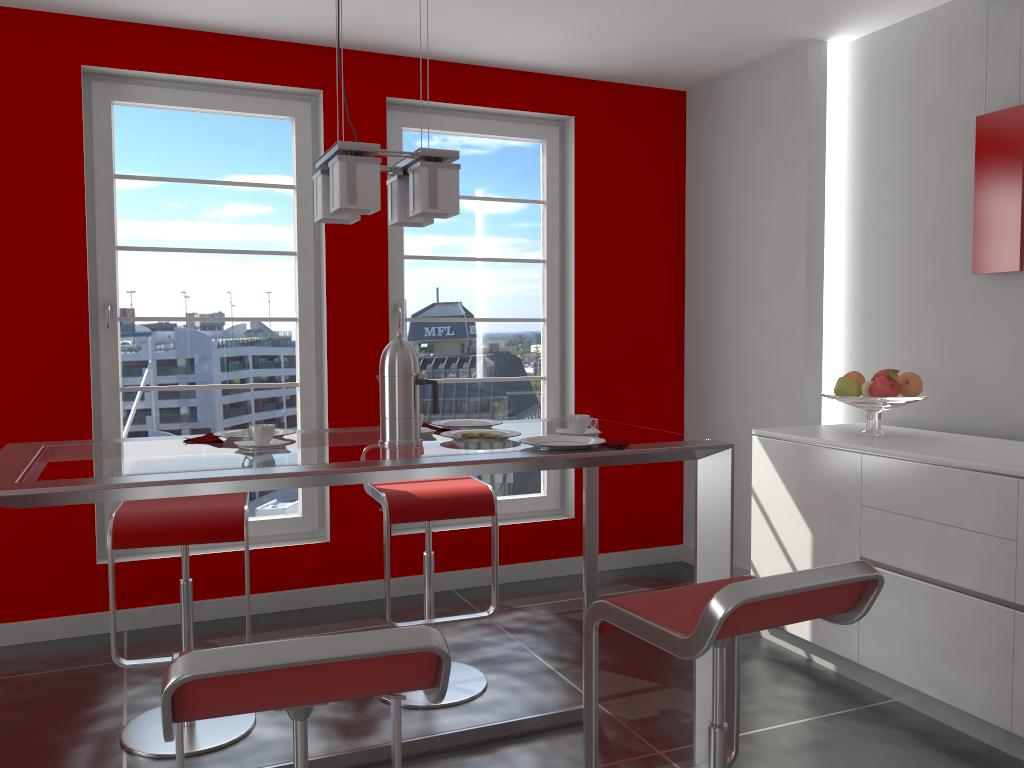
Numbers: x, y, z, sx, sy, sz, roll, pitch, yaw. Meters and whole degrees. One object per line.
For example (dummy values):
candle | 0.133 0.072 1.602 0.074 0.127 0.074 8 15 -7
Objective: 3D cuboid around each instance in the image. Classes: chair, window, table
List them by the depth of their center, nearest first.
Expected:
chair | -0.342 0.772 1.456 0.418 0.857 0.460 -1 3 -19
chair | 0.427 0.751 1.783 0.418 0.857 0.460 -2 4 -28
table | -0.372 0.652 2.307 1.700 1.000 0.800 -2 4 -23
chair | -1.060 0.693 2.892 0.418 0.857 0.460 -1 3 -16
chair | -0.309 0.670 3.238 0.418 0.857 0.460 -1 4 -21
window | -1.371 -0.295 4.045 0.938 2.038 0.117 -2 4 -23
window | -0.178 -0.330 4.560 0.938 2.038 0.117 -2 4 -23

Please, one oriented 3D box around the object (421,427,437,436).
object | -0.276 0.135 2.469 0.119 0.016 0.119 -2 4 -26

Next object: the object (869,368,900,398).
object | 1.409 0.000 3.370 0.097 0.133 0.117 -2 4 -34

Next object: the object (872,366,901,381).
object | 1.494 -0.011 3.535 0.117 0.129 0.150 1 4 24

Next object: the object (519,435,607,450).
object | 0.126 0.148 2.205 0.217 0.015 0.217 1 3 13

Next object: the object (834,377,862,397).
object | 1.301 0.016 3.438 0.100 0.086 0.083 1 4 26

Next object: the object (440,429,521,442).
object | -0.084 0.139 2.363 0.217 0.015 0.217 1 3 14

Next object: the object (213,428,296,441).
object | -0.698 0.139 2.407 0.217 0.015 0.217 0 3 1

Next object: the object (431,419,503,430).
object | -0.135 0.123 2.657 0.217 0.015 0.217 3 4 42

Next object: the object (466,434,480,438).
object | -0.101 0.137 2.335 0.036 0.006 0.034 0 3 0

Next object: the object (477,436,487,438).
object | -0.084 0.142 2.351 0.036 0.006 0.034 -1 3 -6

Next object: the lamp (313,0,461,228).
lamp | -0.328 -0.934 2.237 0.304 1.025 0.304 -2 4 -23

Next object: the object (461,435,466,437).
object | -0.117 0.140 2.378 0.034 0.006 0.036 -1 3 -19

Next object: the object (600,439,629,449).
object | 0.255 0.146 2.254 0.095 0.012 0.234 -2 4 -23

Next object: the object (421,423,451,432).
object | -0.263 0.128 2.605 0.095 0.012 0.234 -2 4 -25

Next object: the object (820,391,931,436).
object | 1.415 0.119 3.469 0.398 0.159 0.398 1 4 26

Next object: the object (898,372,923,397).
object | 1.534 0.004 3.413 0.121 0.101 0.097 -3 5 -45

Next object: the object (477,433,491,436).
object | -0.077 0.134 2.375 0.036 0.006 0.034 1 3 14

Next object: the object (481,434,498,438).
object | -0.059 0.136 2.336 0.034 0.006 0.036 -3 4 -35

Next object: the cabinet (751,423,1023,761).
cabinet | 1.638 0.664 3.003 0.610 0.880 1.802 -2 4 -23

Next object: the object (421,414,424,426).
object | -0.284 0.111 2.470 0.078 0.049 0.062 1 3 17

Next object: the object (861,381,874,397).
object | 1.419 0.027 3.491 0.086 0.079 0.084 0 3 5

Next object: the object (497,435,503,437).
object | -0.047 0.140 2.377 0.036 0.006 0.034 -3 4 -40

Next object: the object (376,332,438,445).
object | -0.272 0.008 2.287 0.149 0.287 0.113 -1 3 -15

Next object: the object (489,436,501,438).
object | -0.041 0.142 2.340 0.036 0.006 0.034 -2 4 -23

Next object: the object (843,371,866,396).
object | 1.376 0.001 3.564 0.096 0.105 0.117 0 3 6

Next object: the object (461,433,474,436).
object | -0.118 0.135 2.373 0.034 0.006 0.036 -1 3 -11

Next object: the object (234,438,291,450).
object | -0.621 0.151 2.208 0.119 0.016 0.119 -3 4 -43

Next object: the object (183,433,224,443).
object | -0.826 0.145 2.355 0.095 0.012 0.234 -2 4 -25

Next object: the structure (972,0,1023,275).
structure | 1.939 -0.753 3.036 0.040 1.503 0.820 -2 4 -23

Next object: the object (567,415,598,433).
object | 0.190 0.111 2.434 0.078 0.049 0.062 -2 4 -24

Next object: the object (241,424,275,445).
object | -0.629 0.127 2.206 0.078 0.049 0.062 0 3 -1

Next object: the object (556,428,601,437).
object | 0.183 0.135 2.433 0.119 0.016 0.119 0 3 -4
